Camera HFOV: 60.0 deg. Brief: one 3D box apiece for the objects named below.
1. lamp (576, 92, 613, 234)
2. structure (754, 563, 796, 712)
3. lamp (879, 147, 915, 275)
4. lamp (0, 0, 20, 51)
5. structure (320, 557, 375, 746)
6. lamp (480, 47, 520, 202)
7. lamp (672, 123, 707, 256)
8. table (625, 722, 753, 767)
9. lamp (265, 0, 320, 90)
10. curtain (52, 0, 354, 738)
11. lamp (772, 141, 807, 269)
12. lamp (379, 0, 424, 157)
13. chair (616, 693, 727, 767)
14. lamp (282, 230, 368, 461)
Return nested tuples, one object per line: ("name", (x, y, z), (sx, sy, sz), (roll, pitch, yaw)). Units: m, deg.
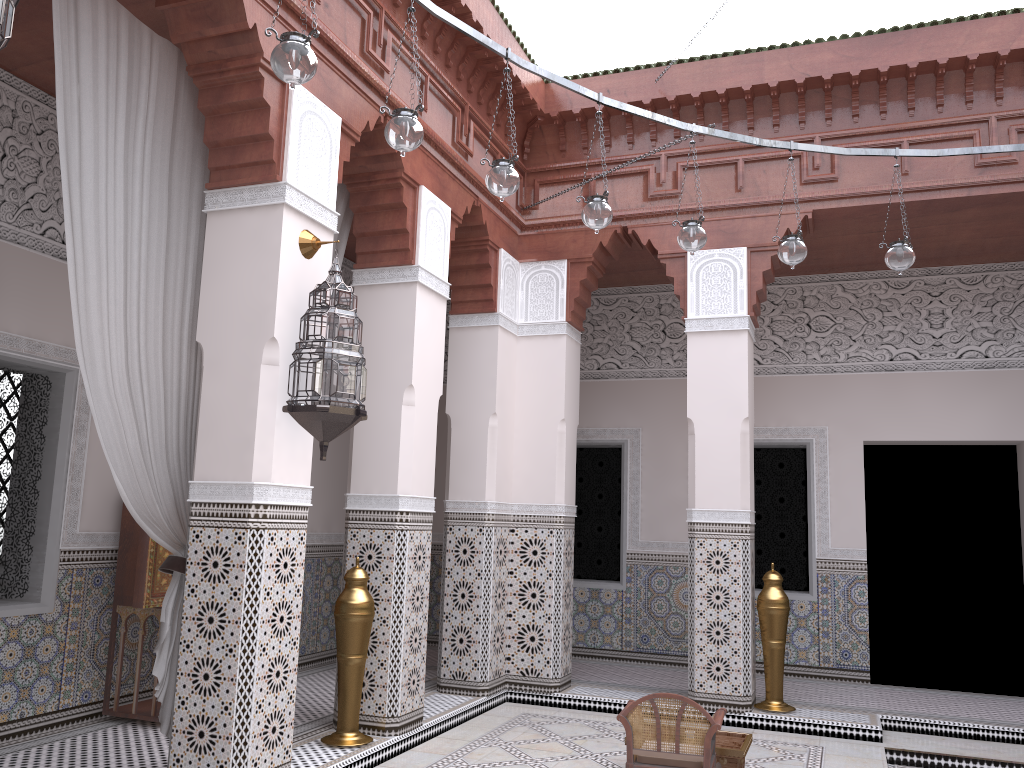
("lamp", (0.213, -0.556, 2.245), (0.090, 0.371, 0.091), (-1, -9, 20))
("structure", (1.001, 0.959, 3.396), (0.156, 0.539, 0.156), (5, -9, -18))
("lamp", (1.089, -0.486, 2.509), (0.091, 0.371, 0.090), (11, -12, -44))
("lamp", (-0.963, -0.746, 1.565), (0.220, 0.571, 0.221), (-1, -10, 20))
("structure", (-0.485, 0.800, 2.694), (0.156, 0.539, 0.156), (-3, -10, 26))
("lamp", (-0.023, -0.596, 2.044), (0.090, 0.371, 0.091), (1, -9, 5))
("lamp", (0.482, -0.523, 2.399), (0.090, 0.371, 0.091), (-1, -9, 20))
("table", (0.512, 1.075, 2.552), (0.330, 0.142, 0.229), (-1, -10, 20))
("lamp", (-0.377, -0.686, 1.545), (0.090, 0.371, 0.091), (4, -9, -14))
("curtain", (-0.807, 0.041, 2.383), (0.048, 1.761, 1.304), (-1, -10, 21))
("lamp", (0.780, -0.500, 2.488), (0.090, 0.371, 0.091), (-4, -11, 35))
("lamp", (-0.219, -0.639, 1.812), (0.090, 0.371, 0.091), (3, -9, -4))
("chair", (0.412, 0.942, 2.281), (0.263, 0.313, 0.208), (-1, -9, 16))
("lamp", (-0.465, -0.113, 2.275), (0.217, 0.618, 0.216), (-1, -10, 20))
